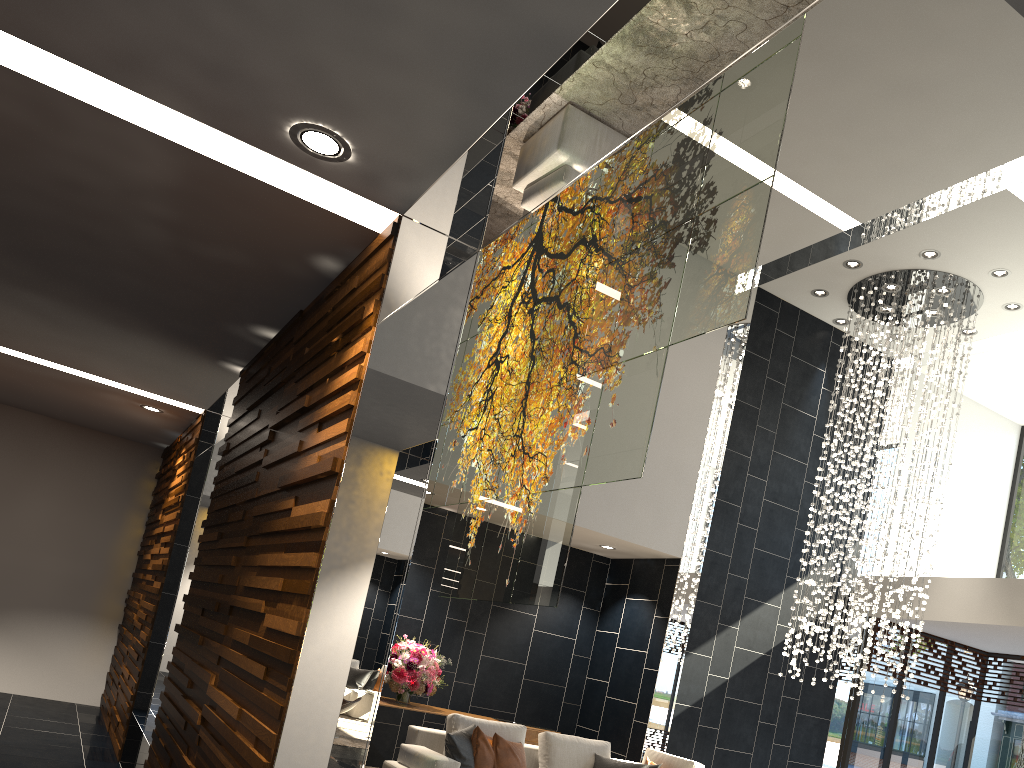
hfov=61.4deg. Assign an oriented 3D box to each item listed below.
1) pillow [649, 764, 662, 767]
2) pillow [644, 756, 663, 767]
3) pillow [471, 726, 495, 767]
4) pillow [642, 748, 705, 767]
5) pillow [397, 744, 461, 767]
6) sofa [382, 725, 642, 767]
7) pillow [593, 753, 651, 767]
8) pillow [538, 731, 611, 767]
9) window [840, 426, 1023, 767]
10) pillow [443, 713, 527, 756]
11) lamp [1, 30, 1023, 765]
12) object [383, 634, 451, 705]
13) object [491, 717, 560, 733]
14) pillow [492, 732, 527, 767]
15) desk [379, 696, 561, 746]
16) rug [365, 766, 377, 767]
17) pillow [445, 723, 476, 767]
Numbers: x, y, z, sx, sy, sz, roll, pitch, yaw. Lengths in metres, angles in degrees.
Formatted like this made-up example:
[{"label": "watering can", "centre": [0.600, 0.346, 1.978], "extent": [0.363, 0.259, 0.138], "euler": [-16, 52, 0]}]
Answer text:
[{"label": "pillow", "centre": [1.032, 3.406, 7.394], "extent": [0.548, 0.400, 0.267], "euler": [4, -11, 31]}, {"label": "pillow", "centre": [1.225, 3.451, 7.449], "extent": [0.277, 0.397, 0.524], "euler": [17, -14, -29]}, {"label": "pillow", "centre": [-0.194, 2.914, 6.799], "extent": [0.240, 0.414, 0.578], "euler": [8, -13, 29]}, {"label": "pillow", "centre": [1.368, 3.488, 7.604], "extent": [0.224, 0.440, 0.723], "euler": [15, -14, -24]}, {"label": "pillow", "centre": [-0.636, 2.866, 6.549], "extent": [0.247, 0.145, 0.630], "euler": [20, -18, -29]}, {"label": "sofa", "centre": [0.377, 3.407, 7.072], "extent": [2.932, 0.659, 1.308], "euler": [21, -17, -26]}, {"label": "pillow", "centre": [0.879, 3.345, 7.301], "extent": [0.499, 0.352, 0.314], "euler": [7, -12, 22]}, {"label": "pillow", "centre": [0.554, 3.283, 7.493], "extent": [0.739, 0.422, 0.292], "euler": [19, -11, -26]}, {"label": "window", "centre": [6.779, 2.477, 8.264], "extent": [2.420, 5.794, 6.216], "euler": [15, -12, -25]}, {"label": "pillow", "centre": [-0.218, 2.978, 7.079], "extent": [0.740, 0.437, 0.248], "euler": [19, -10, -27]}, {"label": "lamp", "centre": [8.373, -43.063, 7.383], "extent": [399.622, 109.994, 416.344], "euler": [12, -17, -1]}, {"label": "object", "centre": [-1.000, 2.794, 8.421], "extent": [0.685, 0.652, 0.692], "euler": [20, -14, -34]}, {"label": "object", "centre": [0.148, 3.590, 9.069], "extent": [0.723, 0.025, 0.247], "euler": [17, -18, -16]}, {"label": "pillow", "centre": [-0.001, 3.009, 6.890], "extent": [0.265, 0.397, 0.547], "euler": [7, -14, 34]}, {"label": "desk", "centre": [-0.601, 3.697, 8.710], "extent": [2.308, 0.724, 1.002], "euler": [20, -15, -26]}, {"label": "rug", "centre": [0.591, 3.668, 6.634], "extent": [3.301, 0.006, 5.994], "euler": [20, -19, -24]}, {"label": "pillow", "centre": [-0.370, 2.840, 6.677], "extent": [0.252, 0.398, 0.584], "euler": [9, -13, 22]}]
